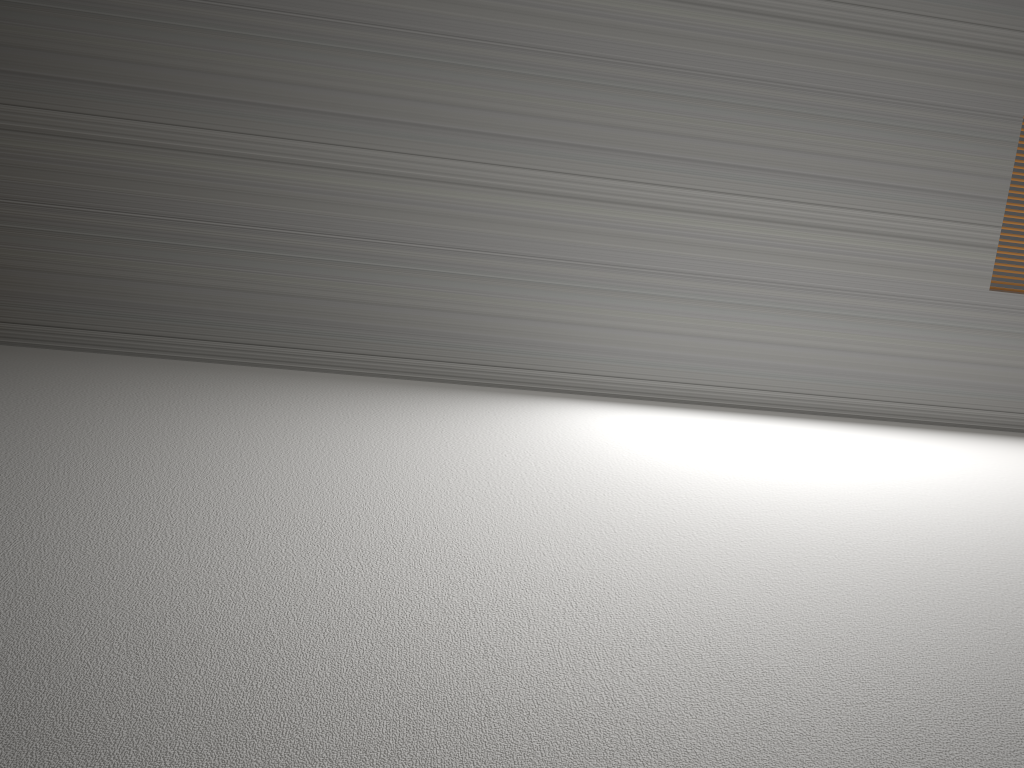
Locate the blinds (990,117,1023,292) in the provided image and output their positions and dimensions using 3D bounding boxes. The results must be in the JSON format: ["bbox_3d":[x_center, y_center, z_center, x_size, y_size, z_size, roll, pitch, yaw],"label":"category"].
[{"bbox_3d":[3.593,-1.233,4.270,3.526,2.023,0.012,5,8,-8],"label":"blinds"}]
